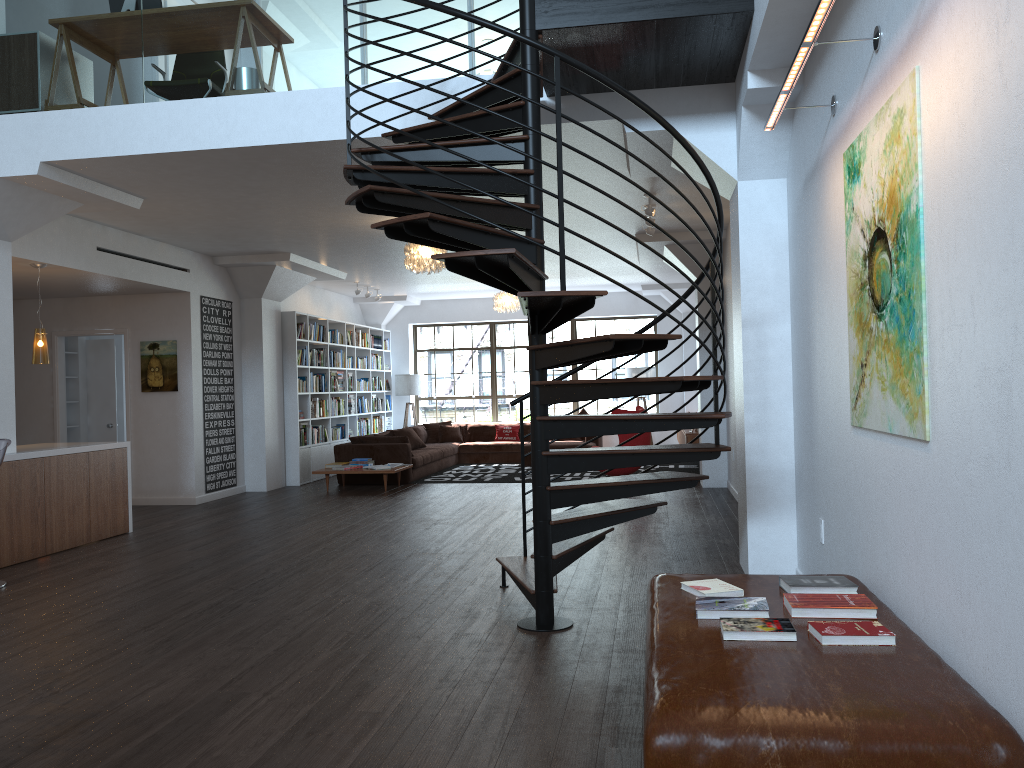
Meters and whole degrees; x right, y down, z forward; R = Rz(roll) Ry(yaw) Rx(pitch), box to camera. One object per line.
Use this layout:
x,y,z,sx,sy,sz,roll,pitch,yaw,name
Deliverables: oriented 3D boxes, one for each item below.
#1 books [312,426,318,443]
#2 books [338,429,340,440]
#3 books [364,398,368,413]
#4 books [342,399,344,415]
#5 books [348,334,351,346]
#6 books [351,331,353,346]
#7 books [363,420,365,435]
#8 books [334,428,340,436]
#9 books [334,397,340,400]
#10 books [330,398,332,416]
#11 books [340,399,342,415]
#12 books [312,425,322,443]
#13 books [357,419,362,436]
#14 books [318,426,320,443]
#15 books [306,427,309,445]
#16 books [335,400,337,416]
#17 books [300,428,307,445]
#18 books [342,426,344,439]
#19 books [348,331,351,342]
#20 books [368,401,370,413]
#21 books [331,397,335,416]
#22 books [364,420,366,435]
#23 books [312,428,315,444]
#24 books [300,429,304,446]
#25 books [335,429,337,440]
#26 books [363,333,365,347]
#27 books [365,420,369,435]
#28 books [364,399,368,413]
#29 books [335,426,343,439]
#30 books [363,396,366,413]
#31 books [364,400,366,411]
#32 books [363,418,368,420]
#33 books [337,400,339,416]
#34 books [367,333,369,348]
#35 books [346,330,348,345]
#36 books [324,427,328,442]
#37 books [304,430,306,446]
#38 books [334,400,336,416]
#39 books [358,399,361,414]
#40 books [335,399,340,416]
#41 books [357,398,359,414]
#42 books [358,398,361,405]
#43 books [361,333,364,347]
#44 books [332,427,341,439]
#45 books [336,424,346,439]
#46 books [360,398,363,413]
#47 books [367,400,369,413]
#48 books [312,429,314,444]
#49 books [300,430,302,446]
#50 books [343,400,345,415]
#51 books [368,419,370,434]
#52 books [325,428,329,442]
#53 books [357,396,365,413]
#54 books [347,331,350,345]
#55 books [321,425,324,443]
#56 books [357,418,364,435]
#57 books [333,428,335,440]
-2.941,0.747,13.019,0.183,0.253,0.042,-2,0,9,books
-2.779,0.789,13.947,0.126,0.173,0.032,-2,0,9,books
-2.583,0.374,15.309,0.170,0.251,0.118,-2,0,9,books
-2.776,0.371,14.126,0.183,0.253,0.034,-2,0,8,books
-2.732,-0.726,14.525,0.161,0.207,0.130,-2,0,8,books
-2.717,-0.748,14.672,0.160,0.251,0.039,-2,0,9,books
-2.602,0.750,15.108,0.183,0.253,0.034,-2,0,8,books
-2.775,0.786,13.974,0.128,0.178,0.021,-2,0,9,books
-2.795,0.352,13.982,0.176,0.290,0.036,-2,0,8,books
-2.860,0.355,13.604,0.198,0.284,0.066,-2,0,8,books
-2.786,0.368,14.029,0.180,0.259,0.060,-2,0,8,books
-2.919,0.746,13.170,0.180,0.259,0.042,-2,0,9,books
-2.635,0.734,14.958,0.198,0.284,0.066,-2,0,8,books
-2.926,0.752,13.091,0.171,0.246,0.039,-2,0,9,books
-2.996,0.749,12.664,0.180,0.251,0.048,-2,0,9,books
-2.818,0.371,13.787,0.183,0.253,0.034,-2,0,8,books
-3.010,0.748,12.583,0.183,0.253,0.042,-2,0,9,books
-2.752,0.775,14.143,0.146,0.202,0.027,-2,0,9,books
-2.731,-0.748,14.607,0.160,0.251,0.031,-2,0,9,books
-2.561,0.391,15.416,0.161,0.218,0.101,-2,0,9,books
-2.835,0.352,13.712,0.176,0.290,0.053,-2,0,8,books
-2.593,0.750,15.140,0.183,0.253,0.034,-2,0,8,books
-2.959,0.759,12.909,0.176,0.231,0.053,-2,0,9,books
-3.017,0.755,12.470,0.174,0.240,0.054,-2,0,9,books
-2.792,0.792,13.847,0.120,0.167,0.020,-2,0,9,books
-2.620,-0.749,15.287,0.183,0.253,0.034,-2,0,9,books
-2.566,0.750,15.300,0.183,0.253,0.034,-2,0,8,books
-2.588,0.377,15.256,0.174,0.242,0.105,-2,0,9,books
-2.761,0.774,14.061,0.146,0.202,0.027,-2,0,9,books
-2.607,0.353,15.170,0.176,0.293,0.125,-2,0,9,books
-2.598,0.388,15.222,0.161,0.222,0.084,-2,0,9,books
-2.570,0.732,15.335,0.176,0.290,0.036,-2,0,8,books
-2.807,0.378,13.909,0.174,0.240,0.045,-2,0,8,books
-2.590,-0.750,15.454,0.183,0.253,0.034,-2,0,9,books
-2.762,-0.750,14.386,0.183,0.253,0.042,-2,0,9,books
-2.886,0.758,13.343,0.174,0.236,0.142,-2,0,8,books
-3.001,0.763,12.544,0.161,0.223,0.032,-2,0,9,books
-2.827,0.371,13.754,0.183,0.253,0.034,-2,0,8,books
-2.638,0.377,14.919,0.174,0.243,0.085,-2,0,9,books
-2.791,0.371,13.946,0.183,0.253,0.034,-2,0,8,books
-2.656,0.371,14.818,0.182,0.255,0.077,-2,0,9,books
-2.639,0.371,14.959,0.182,0.255,0.077,-2,0,9,books
-2.631,-0.746,15.205,0.171,0.246,0.057,-2,0,9,books
-2.773,0.780,14.003,0.139,0.191,0.036,-2,0,9,books
-2.743,0.760,14.228,0.140,0.231,0.042,-2,0,9,books
-2.621,0.373,15.004,0.182,0.253,0.098,-2,0,9,books
-2.564,0.388,15.381,0.161,0.222,0.084,-2,0,9,books
-2.956,0.763,12.864,0.161,0.223,0.032,-2,0,9,books
-3.025,0.763,12.428,0.161,0.223,0.032,-2,0,9,books
-2.769,0.378,14.165,0.174,0.240,0.045,-2,0,8,books
-2.561,0.747,15.383,0.180,0.259,0.060,-2,0,8,books
-2.869,0.772,13.398,0.161,0.207,0.135,-2,0,8,books
-2.621,0.354,15.109,0.197,0.290,0.136,-2,0,9,books
-2.749,-0.740,14.473,0.174,0.236,0.136,-2,0,8,books
-2.899,0.749,13.254,0.183,0.253,0.042,-2,0,9,books
-2.610,0.731,15.066,0.176,0.290,0.053,-2,0,8,books
-2.821,0.783,13.749,0.134,0.184,0.030,-2,0,9,books
